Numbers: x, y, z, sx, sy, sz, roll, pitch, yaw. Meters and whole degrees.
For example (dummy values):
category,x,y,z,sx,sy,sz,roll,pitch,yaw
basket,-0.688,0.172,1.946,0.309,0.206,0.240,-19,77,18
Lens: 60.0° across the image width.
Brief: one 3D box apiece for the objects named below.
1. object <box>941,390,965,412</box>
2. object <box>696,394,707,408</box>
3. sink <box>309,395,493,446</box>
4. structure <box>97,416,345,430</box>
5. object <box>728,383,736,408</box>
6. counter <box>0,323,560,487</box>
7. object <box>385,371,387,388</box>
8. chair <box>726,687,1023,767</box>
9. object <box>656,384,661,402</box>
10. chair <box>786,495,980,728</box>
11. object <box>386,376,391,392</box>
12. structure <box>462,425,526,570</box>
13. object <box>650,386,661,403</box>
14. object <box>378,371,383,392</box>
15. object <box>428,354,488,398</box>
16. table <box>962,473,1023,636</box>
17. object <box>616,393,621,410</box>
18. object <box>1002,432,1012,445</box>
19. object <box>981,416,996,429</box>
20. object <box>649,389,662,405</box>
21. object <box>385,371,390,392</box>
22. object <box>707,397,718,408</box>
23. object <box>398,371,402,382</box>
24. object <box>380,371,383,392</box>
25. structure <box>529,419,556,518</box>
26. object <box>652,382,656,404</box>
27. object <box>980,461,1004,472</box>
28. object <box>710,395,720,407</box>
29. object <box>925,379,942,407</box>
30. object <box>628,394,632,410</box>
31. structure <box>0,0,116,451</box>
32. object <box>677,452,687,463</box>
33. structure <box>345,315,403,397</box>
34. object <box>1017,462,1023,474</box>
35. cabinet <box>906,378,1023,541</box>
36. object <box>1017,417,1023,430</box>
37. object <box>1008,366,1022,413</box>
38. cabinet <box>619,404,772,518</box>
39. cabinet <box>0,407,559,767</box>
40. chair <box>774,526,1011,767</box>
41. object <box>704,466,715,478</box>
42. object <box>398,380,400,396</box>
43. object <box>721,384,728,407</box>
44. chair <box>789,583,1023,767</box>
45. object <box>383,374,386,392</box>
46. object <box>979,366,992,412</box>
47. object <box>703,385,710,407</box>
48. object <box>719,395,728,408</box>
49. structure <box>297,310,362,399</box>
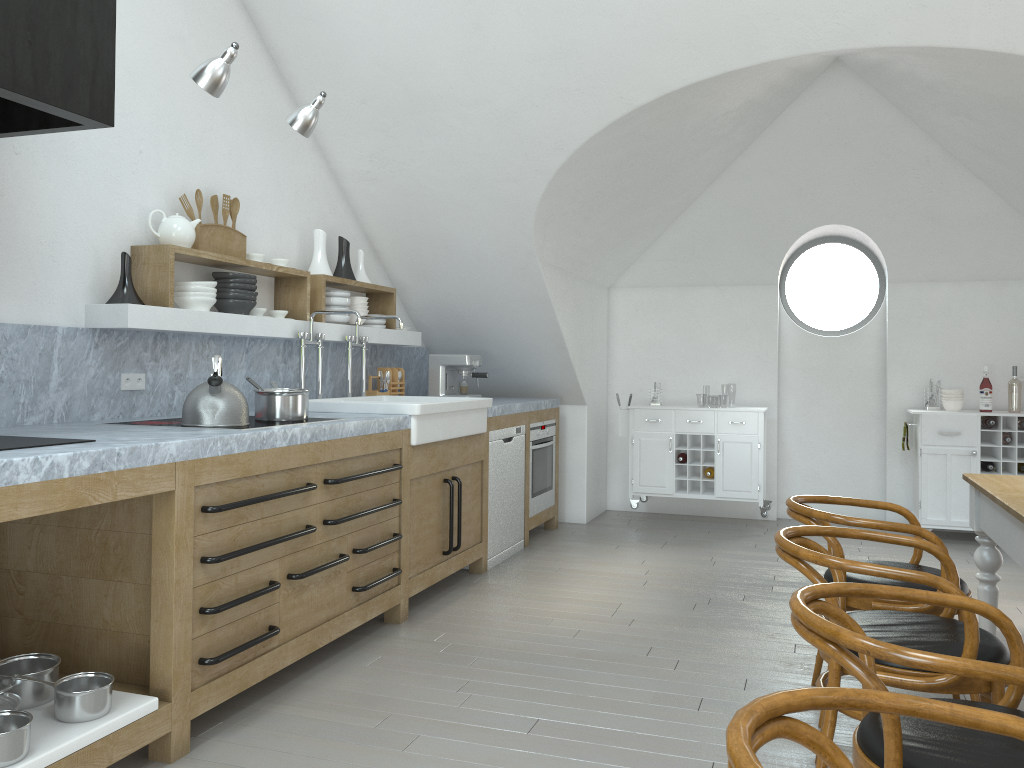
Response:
category,x,y,z,sx,sy,sz,roll,pitch,yaw
object,3.163,0.118,6.362,0.158,0.160,0.154,0,0,-43
object,1.434,0.129,6.708,0.082,0.105,0.081,1,0,32
sink,-0.615,0.182,4.760,0.727,0.202,1.021,1,1,19
structure,-1.131,0.169,3.556,0.647,0.041,0.737,1,1,19
object,1.673,0.090,6.743,0.063,0.187,0.063,1,0,4
counter,-1.111,-0.100,3.822,0.961,0.620,6.575,1,1,19
object,-0.803,0.016,5.593,0.023,0.196,0.018,0,-1,14
chair,0.572,0.817,1.066,0.621,0.735,0.527,1,0,19
object,1.162,0.073,7.039,0.039,0.164,0.024,0,-1,32
chair,1.285,0.786,3.122,0.621,0.735,0.527,1,0,15
object,-0.789,0.026,5.602,0.044,0.179,0.019,1,-1,4
structure,-0.306,0.680,5.629,0.598,0.823,0.724,1,0,19
object,1.148,0.086,7.062,0.097,0.137,0.029,1,-1,22
object,-0.831,0.013,5.604,0.040,0.192,0.042,1,-1,-34
object,-0.338,-0.041,6.103,0.386,0.320,0.324,1,0,19
table,1.704,0.781,1.728,1.018,0.799,3.348,1,1,19
object,0.849,0.207,6.897,0.088,0.269,0.029,1,-1,-8
object,3.470,0.383,6.253,0.085,0.085,0.331,1,1,18
object,3.373,0.270,6.281,0.092,0.094,0.359,1,1,19
object,1.144,0.106,7.055,0.101,0.138,0.067,1,0,19
object,-0.785,0.013,5.588,0.040,0.192,0.042,1,-1,-35
object,1.520,0.139,6.717,0.077,0.085,0.077,1,0,6
object,-0.739,0.010,5.792,0.040,0.192,0.042,1,-1,-21
object,-0.821,0.016,5.579,0.019,0.196,0.022,1,-1,7
structure,-0.056,0.574,6.344,0.631,0.637,0.632,1,0,19
object,1.136,0.071,7.063,0.039,0.175,0.054,0,-1,19
object,3.399,0.576,6.271,0.156,0.085,0.331,1,1,20
object,1.553,0.134,6.803,0.094,0.093,0.093,1,0,6
object,3.141,0.068,6.607,0.115,0.209,0.065,1,0,21
object,0.901,0.208,6.879,0.029,0.269,0.088,1,-1,-45
structure,-1.713,-0.773,2.328,0.780,1.885,1.075,0,0,19
object,1.304,0.563,6.741,0.082,0.085,0.317,1,1,20
structure,-0.787,-0.129,5.120,0.332,0.530,0.214,1,0,-1
object,3.561,0.582,6.208,0.081,0.081,0.358,1,1,17
cabinet,3.477,0.536,6.300,1.242,1.154,0.609,1,0,19
object,3.567,0.278,6.206,0.087,0.085,0.360,1,1,19
object,3.546,0.039,6.253,0.085,0.331,0.085,1,-1,-22
cabinet,1.402,0.571,6.808,1.134,0.789,0.496,1,0,19
cabinet,-1.123,0.722,3.737,1.004,1.022,6.428,1,1,19
chair,1.042,0.796,2.441,0.621,0.735,0.527,1,0,22
object,1.503,0.668,6.711,0.082,0.083,0.317,1,1,18
object,-0.743,0.013,5.807,0.020,0.196,0.018,0,-1,41
object,1.630,0.092,6.790,0.054,0.179,0.054,1,0,-4
chair,0.864,0.807,1.732,0.621,0.735,0.527,1,0,16
object,-0.805,0.026,5.567,0.019,0.179,0.044,1,-1,-16
object,3.378,0.036,6.317,0.081,0.330,0.081,0,-1,15
object,1.484,0.096,6.773,0.048,0.169,0.048,1,-1,6
object,1.602,0.134,6.725,0.071,0.099,0.071,1,0,42
structure,-0.945,-0.122,4.658,0.332,0.530,0.214,1,0,-1
